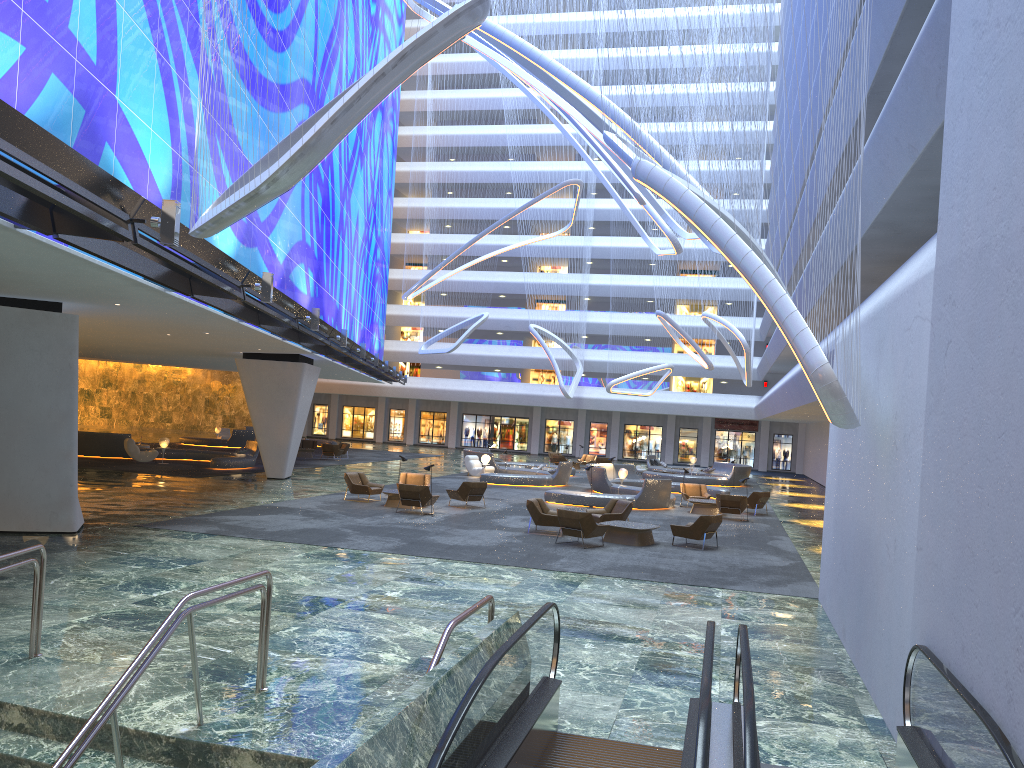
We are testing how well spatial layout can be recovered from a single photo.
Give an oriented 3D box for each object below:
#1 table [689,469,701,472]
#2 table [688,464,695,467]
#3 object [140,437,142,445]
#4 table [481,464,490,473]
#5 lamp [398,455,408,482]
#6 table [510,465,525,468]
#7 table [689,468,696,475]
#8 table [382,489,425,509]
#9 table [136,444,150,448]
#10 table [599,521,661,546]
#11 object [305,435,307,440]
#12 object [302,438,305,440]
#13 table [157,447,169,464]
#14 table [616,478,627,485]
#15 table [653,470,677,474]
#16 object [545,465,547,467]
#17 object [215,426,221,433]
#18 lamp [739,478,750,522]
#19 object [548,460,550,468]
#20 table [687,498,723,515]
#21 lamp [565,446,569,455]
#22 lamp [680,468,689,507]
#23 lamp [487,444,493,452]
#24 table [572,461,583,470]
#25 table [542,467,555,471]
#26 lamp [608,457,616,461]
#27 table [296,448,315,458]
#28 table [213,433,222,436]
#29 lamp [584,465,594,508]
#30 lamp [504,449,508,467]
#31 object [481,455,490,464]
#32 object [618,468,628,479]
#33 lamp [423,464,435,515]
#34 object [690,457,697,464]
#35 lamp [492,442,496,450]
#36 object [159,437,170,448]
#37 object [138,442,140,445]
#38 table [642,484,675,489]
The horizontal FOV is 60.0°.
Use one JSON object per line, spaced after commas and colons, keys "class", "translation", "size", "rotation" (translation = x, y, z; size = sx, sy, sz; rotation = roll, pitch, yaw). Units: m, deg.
{"class": "table", "translation": [9.952, 4.853, 48.272], "size": [0.671, 0.406, 0.674], "rotation": [3, -2, 10]}
{"class": "table", "translation": [10.030, 4.797, 49.670], "size": [0.418, 0.595, 0.427], "rotation": [4, -1, -32]}
{"class": "object", "translation": [-15.783, 2.408, 37.698], "size": [0.076, 0.356, 0.066], "rotation": [4, 0, 6]}
{"class": "table", "translation": [-1.141, 3.582, 36.382], "size": [0.418, 0.595, 0.427], "rotation": [4, -1, -12]}
{"class": "lamp", "translation": [-3.230, 2.724, 25.841], "size": [0.201, 1.300, 0.384], "rotation": [4, 0, 30]}
{"class": "table", "translation": [0.235, 3.941, 40.651], "size": [0.673, 0.406, 0.672], "rotation": [3, -2, 33]}
{"class": "table", "translation": [9.105, 4.565, 44.990], "size": [0.418, 0.595, 0.428], "rotation": [4, -1, 10]}
{"class": "table", "translation": [-2.873, 3.133, 24.080], "size": [1.202, 0.392, 1.204], "rotation": [3, -2, 14]}
{"class": "table", "translation": [-15.669, 2.796, 37.697], "size": [0.671, 0.406, 0.674], "rotation": [4, -2, 1]}
{"class": "table", "translation": [2.617, 3.334, 19.772], "size": [1.202, 0.392, 1.205], "rotation": [3, -2, 32]}
{"class": "object", "translation": [-12.202, 3.184, 52.529], "size": [0.066, 0.356, 0.076], "rotation": [4, 0, 6]}
{"class": "object", "translation": [-12.362, 3.292, 52.535], "size": [0.151, 0.118, 0.071], "rotation": [5, -1, -41]}
{"class": "table", "translation": [-13.097, 2.690, 33.299], "size": [0.427, 0.595, 0.418], "rotation": [4, -1, 13]}
{"class": "table", "translation": [4.012, 3.780, 32.599], "size": [0.418, 0.595, 0.428], "rotation": [4, -1, 13]}
{"class": "table", "translation": [7.631, 4.559, 44.332], "size": [1.202, 0.392, 1.204], "rotation": [3, -2, 14]}
{"class": "object", "translation": [1.563, 3.765, 40.637], "size": [0.071, 0.118, 0.151], "rotation": [3, -1, 24]}
{"class": "object", "translation": [-16.529, 2.579, 49.840], "size": [0.366, 0.387, 0.318], "rotation": [3, -1, 21]}
{"class": "lamp", "translation": [6.839, 3.391, 26.123], "size": [0.384, 1.300, 0.202], "rotation": [4, 0, 31]}
{"class": "object", "translation": [1.712, 3.658, 40.696], "size": [0.066, 0.356, 0.076], "rotation": [4, 0, -19]}
{"class": "table", "translation": [6.079, 3.849, 27.683], "size": [1.202, 0.392, 1.204], "rotation": [3, -2, 13]}
{"class": "lamp", "translation": [2.856, 3.871, 46.339], "size": [0.202, 1.300, 0.384], "rotation": [4, 0, -24]}
{"class": "lamp", "translation": [5.723, 3.440, 29.444], "size": [0.201, 1.300, 0.384], "rotation": [4, 0, 30]}
{"class": "lamp", "translation": [-1.088, 3.424, 41.169], "size": [0.384, 1.300, 0.202], "rotation": [4, 0, 7]}
{"class": "table", "translation": [3.127, 4.400, 48.035], "size": [1.205, 0.392, 1.202], "rotation": [5, -3, -41]}
{"class": "table", "translation": [1.745, 4.036, 40.569], "size": [0.674, 0.406, 0.671], "rotation": [4, -2, -24]}
{"class": "lamp", "translation": [3.982, 3.543, 35.381], "size": [0.384, 1.300, 0.202], "rotation": [4, 0, 31]}
{"class": "table", "translation": [-10.203, 3.351, 43.092], "size": [1.204, 0.392, 1.203], "rotation": [4, -2, -22]}
{"class": "table", "translation": [-16.608, 3.066, 49.820], "size": [0.418, 0.595, 0.428], "rotation": [4, -1, 13]}
{"class": "lamp", "translation": [2.367, 3.142, 27.291], "size": [0.384, 1.300, 0.202], "rotation": [4, 0, 31]}
{"class": "lamp", "translation": [-0.271, 3.280, 35.774], "size": [0.202, 1.300, 0.384], "rotation": [4, 0, -11]}
{"class": "object", "translation": [-1.074, 3.096, 36.420], "size": [0.367, 0.387, 0.318], "rotation": [4, -1, -4]}
{"class": "object", "translation": [4.091, 3.294, 32.619], "size": [0.366, 0.387, 0.318], "rotation": [3, -1, 21]}
{"class": "lamp", "translation": [-2.114, 2.676, 22.520], "size": [0.384, 1.300, 0.202], "rotation": [4, 0, 31]}
{"class": "object", "translation": [10.425, 4.385, 50.933], "size": [0.367, 0.387, 0.318], "rotation": [4, -1, -4]}
{"class": "lamp", "translation": [-0.956, 3.521, 43.579], "size": [0.202, 1.300, 0.384], "rotation": [4, 0, -32]}
{"class": "object", "translation": [-13.084, 2.201, 33.347], "size": [0.318, 0.387, 0.367], "rotation": [3, -1, 21]}
{"class": "object", "translation": [-15.797, 2.520, 37.545], "size": [0.071, 0.118, 0.151], "rotation": [4, -1, -41]}
{"class": "table", "translation": [5.489, 4.016, 33.308], "size": [1.202, 0.392, 1.204], "rotation": [3, -2, 14]}
